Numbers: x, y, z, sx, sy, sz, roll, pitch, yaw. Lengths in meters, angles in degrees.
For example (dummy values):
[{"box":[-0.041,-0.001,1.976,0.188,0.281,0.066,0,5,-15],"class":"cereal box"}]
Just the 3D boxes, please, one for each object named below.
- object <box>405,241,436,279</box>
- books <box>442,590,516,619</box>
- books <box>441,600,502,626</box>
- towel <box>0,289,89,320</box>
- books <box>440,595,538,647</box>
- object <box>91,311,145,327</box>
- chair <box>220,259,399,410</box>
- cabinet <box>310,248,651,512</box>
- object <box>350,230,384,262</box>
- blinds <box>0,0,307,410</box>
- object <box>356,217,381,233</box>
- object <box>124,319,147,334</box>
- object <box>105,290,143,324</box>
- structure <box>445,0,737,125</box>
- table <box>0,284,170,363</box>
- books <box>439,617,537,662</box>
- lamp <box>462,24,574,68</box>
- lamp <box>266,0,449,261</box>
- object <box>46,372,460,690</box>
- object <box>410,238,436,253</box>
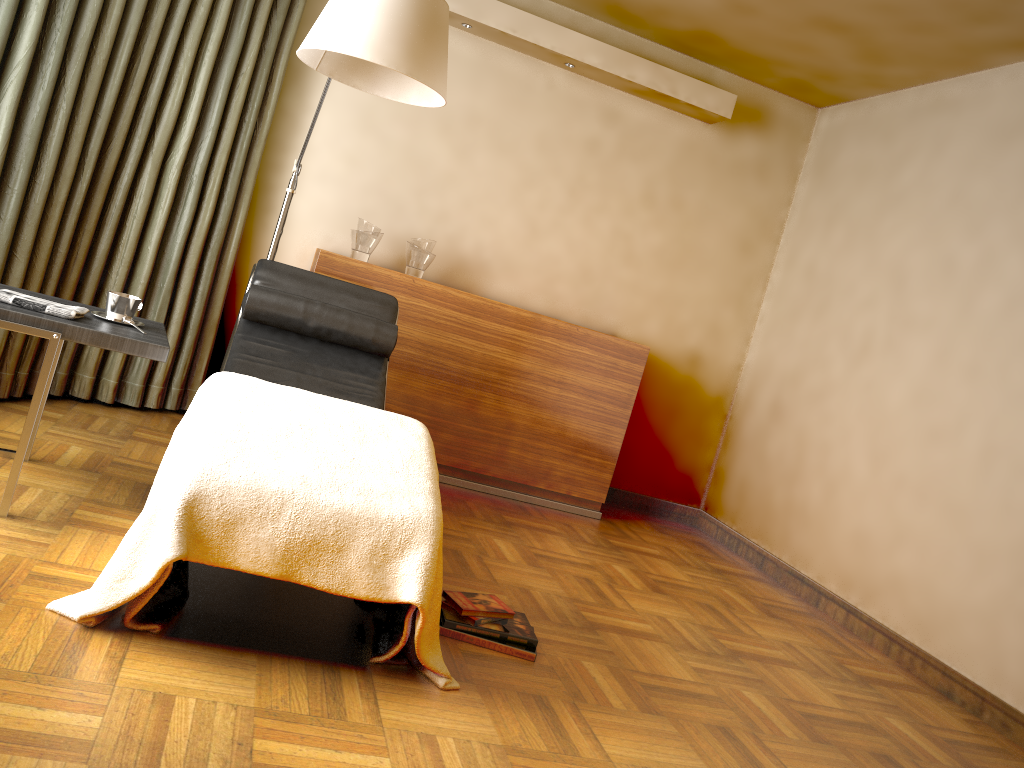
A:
[{"box":[-0.452,-0.590,4.228,0.154,0.154,0.157,15,3,-26],"class":"object"},{"box":[-0.093,0.614,2.457,0.171,0.018,0.125,14,5,-32],"class":"books"},{"box":[-0.102,0.629,2.463,0.125,0.018,0.171,20,6,33],"class":"books"},{"box":[-1.297,-0.218,2.413,0.239,0.035,0.180,16,5,-12],"class":"towel"},{"box":[-0.073,0.658,2.463,0.263,0.020,0.190,16,5,-12],"class":"books"},{"box":[-1.161,-0.189,2.600,0.149,0.009,0.151,16,5,-11],"class":"object"},{"box":[-0.645,0.075,2.801,0.631,0.796,1.805,16,4,-17],"class":"chair"},{"box":[-0.258,-0.014,4.369,1.663,0.862,0.419,16,1,-16],"class":"cabinet"},{"box":[-0.699,-0.657,4.156,0.157,0.154,0.154,18,3,31],"class":"object"},{"box":[-1.538,-1.125,3.442,0.227,2.451,1.517,16,1,28],"class":"blinds"},{"box":[-0.688,-0.694,4.156,0.121,0.150,0.124,15,2,-34],"class":"object"},{"box":[-1.081,-0.168,2.539,0.125,0.019,0.029,21,5,43],"class":"object"},{"box":[-1.152,-0.225,2.606,0.097,0.078,0.111,16,3,-15],"class":"object"},{"box":[0.128,-1.749,4.484,2.164,0.130,0.276,15,4,-16],"class":"structure"},{"box":[-1.260,-0.184,2.527,0.513,0.045,0.505,14,5,-25],"class":"table"},{"box":[-0.073,0.681,2.447,0.280,0.022,0.201,16,5,-2],"class":"books"},{"box":[-0.212,-1.784,4.379,1.150,0.028,0.050,15,4,-16],"class":"lamp"},{"box":[-0.637,-0.509,3.052,0.449,1.966,1.424,17,1,-13],"class":"lamp"},{"box":[-0.567,0.298,2.286,0.911,0.520,0.917,16,4,-16],"class":"object"},{"box":[-0.441,-0.627,4.228,0.121,0.150,0.124,15,2,-37],"class":"object"}]
